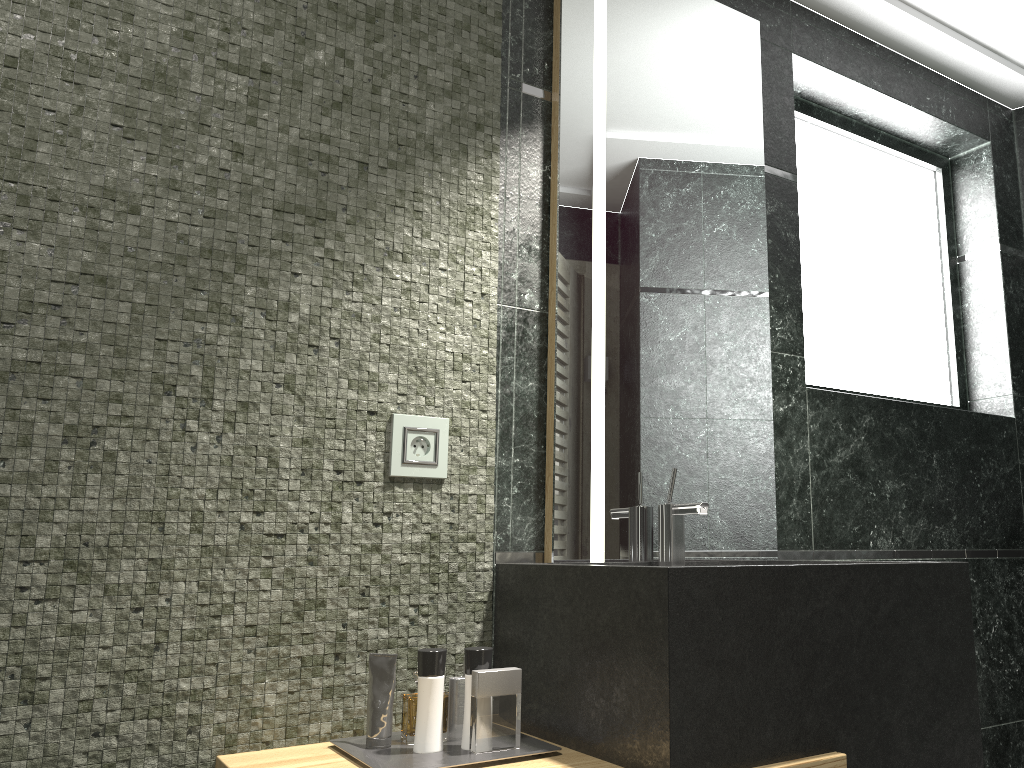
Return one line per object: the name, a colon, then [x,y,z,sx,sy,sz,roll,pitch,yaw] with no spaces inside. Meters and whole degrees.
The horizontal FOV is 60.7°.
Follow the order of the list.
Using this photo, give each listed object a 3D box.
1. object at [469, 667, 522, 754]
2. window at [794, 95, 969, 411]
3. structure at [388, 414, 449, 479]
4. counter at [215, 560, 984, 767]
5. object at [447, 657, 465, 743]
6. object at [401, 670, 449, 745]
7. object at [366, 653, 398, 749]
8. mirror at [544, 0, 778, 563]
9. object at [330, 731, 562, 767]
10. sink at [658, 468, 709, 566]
object: [-0.029,0.582,1.563,0.089,0.137,0.029,7,-13,-29]
window: [1.253,-0.429,3.108,1.134,1.071,0.036,8,-13,-32]
structure: [-0.191,0.130,1.820,0.132,0.129,0.015,8,-13,-32]
counter: [0.221,0.869,1.607,1.415,1.053,0.600,7,-13,-32]
object: [-0.079,0.593,1.650,0.090,0.154,0.029,8,-13,-31]
object: [-0.159,0.600,1.640,0.089,0.133,0.053,6,-12,-26]
object: [-0.240,0.576,1.595,0.048,0.163,0.042,6,-12,-24]
mirror: [0.406,-0.342,2.281,0.725,1.579,0.039,8,-13,-32]
object: [-0.123,0.648,1.558,0.338,0.011,0.295,6,-13,-30]
sink: [0.467,0.368,1.869,0.771,0.409,0.505,7,-13,-31]
